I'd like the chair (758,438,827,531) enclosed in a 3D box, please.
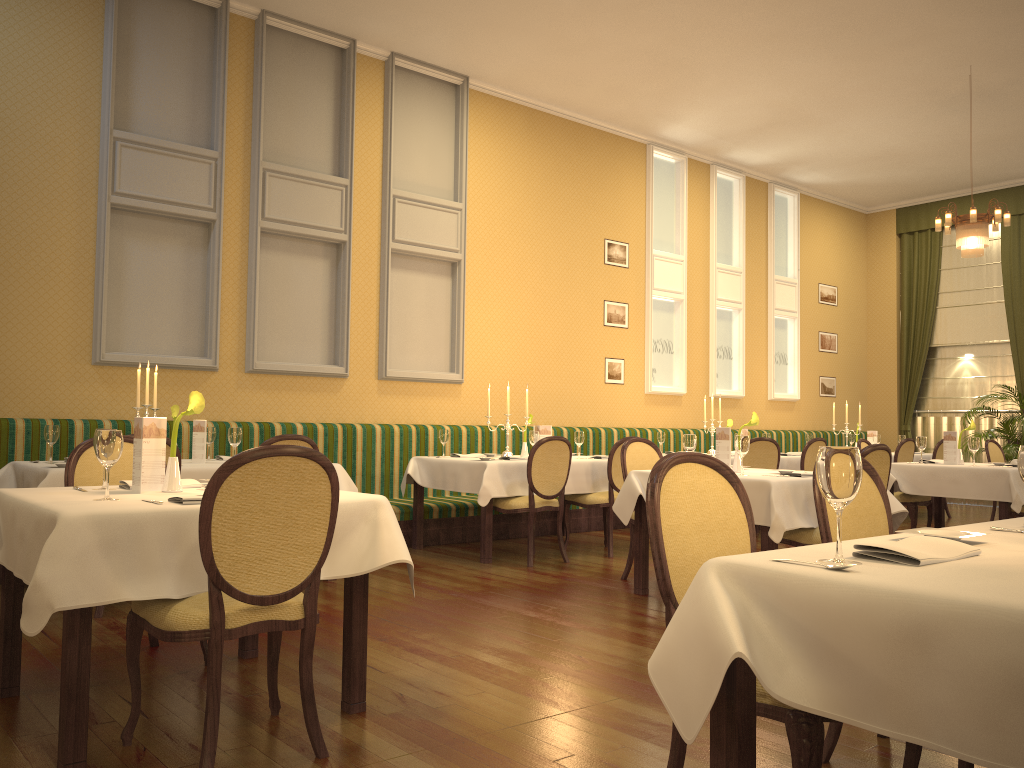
[{"bbox_3d":[2.871,1.017,8.999,0.530,0.955,0.571,3,-4,-39],"label":"chair"}]

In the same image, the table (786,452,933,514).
[{"bbox_3d":[4.370,1.227,10.915,2.152,0.759,1.385,3,-4,-39],"label":"table"}]

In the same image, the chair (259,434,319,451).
[{"bbox_3d":[-1.486,0.780,5.402,0.530,0.955,0.571,3,-4,-39],"label":"chair"}]

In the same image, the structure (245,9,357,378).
[{"bbox_3d":[-1.830,-1.620,7.729,0.956,3.103,0.200,3,-4,-39],"label":"structure"}]

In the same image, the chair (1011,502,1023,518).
[{"bbox_3d":[4.163,0.935,6.914,0.571,0.955,0.530,-1,-3,30],"label":"chair"}]

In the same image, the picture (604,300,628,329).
[{"bbox_3d":[1.197,-0.797,10.180,0.401,0.294,0.008,3,-4,-39],"label":"picture"}]

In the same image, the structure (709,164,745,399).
[{"bbox_3d":[2.762,-1.311,11.517,0.661,2.985,0.200,3,-4,-39],"label":"structure"}]

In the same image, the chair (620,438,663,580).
[{"bbox_3d":[1.043,0.843,5.951,0.530,0.955,0.571,3,-4,-39],"label":"chair"}]

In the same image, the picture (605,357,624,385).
[{"bbox_3d":[1.174,-0.147,10.137,0.313,0.294,0.008,3,-4,-39],"label":"picture"}]

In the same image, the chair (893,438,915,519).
[{"bbox_3d":[4.300,1.095,10.181,0.530,0.955,0.571,3,-4,-39],"label":"chair"}]

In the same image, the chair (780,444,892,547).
[{"bbox_3d":[1.795,0.806,4.962,0.530,0.955,0.571,3,-4,-39],"label":"chair"}]

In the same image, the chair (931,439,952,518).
[{"bbox_3d":[4.970,1.129,10.691,0.530,0.955,0.571,3,-4,-39],"label":"chair"}]

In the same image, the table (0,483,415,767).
[{"bbox_3d":[-1.166,0.774,3.212,1.395,0.759,1.389,3,-4,-38],"label":"table"}]

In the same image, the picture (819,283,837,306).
[{"bbox_3d":[4.656,-1.313,13.060,0.504,0.294,0.008,3,-4,-39],"label":"picture"}]

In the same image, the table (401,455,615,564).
[{"bbox_3d":[0.207,1.000,7.478,2.152,0.759,1.385,3,-4,-39],"label":"table"}]

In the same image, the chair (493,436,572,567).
[{"bbox_3d":[0.137,0.868,6.744,0.530,0.955,0.571,3,-4,-39],"label":"chair"}]

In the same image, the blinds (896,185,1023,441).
[{"bbox_3d":[6.447,-0.548,12.678,0.225,4.537,1.934,3,-4,-40],"label":"blinds"}]

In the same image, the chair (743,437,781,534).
[{"bbox_3d":[2.247,0.982,8.477,0.530,0.955,0.571,2,-3,-14],"label":"chair"}]

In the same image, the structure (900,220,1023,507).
[{"bbox_3d":[6.534,-0.531,12.751,0.123,4.511,1.942,3,-4,-39],"label":"structure"}]

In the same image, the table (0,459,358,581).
[{"bbox_3d":[-2.061,0.877,5.606,2.152,0.759,1.385,3,-4,-39],"label":"table"}]

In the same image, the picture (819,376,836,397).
[{"bbox_3d":[4.626,0.041,12.986,0.437,0.294,0.008,3,-4,-39],"label":"picture"}]

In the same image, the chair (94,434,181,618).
[{"bbox_3d":[-2.132,0.745,4.872,0.530,0.955,0.571,3,-4,-39],"label":"chair"}]

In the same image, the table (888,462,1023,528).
[{"bbox_3d":[3.829,1.046,7.335,1.395,0.759,1.389,3,-4,-38],"label":"table"}]

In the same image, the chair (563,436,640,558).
[{"bbox_3d":[0.782,0.903,7.275,0.530,0.955,0.571,3,-4,-39],"label":"chair"}]

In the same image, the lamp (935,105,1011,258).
[{"bbox_3d":[4.383,-2.109,8.457,0.593,1.796,0.593,3,-4,-42],"label":"lamp"}]

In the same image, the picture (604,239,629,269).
[{"bbox_3d":[1.208,-1.501,10.214,0.401,0.294,0.008,3,-4,-39],"label":"picture"}]

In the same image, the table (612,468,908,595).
[{"bbox_3d":[1.486,0.918,5.401,1.395,0.759,1.389,3,-4,-38],"label":"table"}]

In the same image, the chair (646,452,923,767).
[{"bbox_3d":[0.651,0.656,2.217,0.530,0.955,0.571,3,-4,-39],"label":"chair"}]

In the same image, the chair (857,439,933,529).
[{"bbox_3d":[3.391,0.971,7.893,0.571,0.955,0.530,-2,-4,40],"label":"chair"}]

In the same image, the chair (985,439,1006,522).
[{"bbox_3d":[5.465,1.084,9.601,0.530,0.955,0.571,3,-4,-39],"label":"chair"}]

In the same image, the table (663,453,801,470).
[{"bbox_3d":[2.290,1.114,9.198,2.152,0.759,1.385,3,-4,-39],"label":"table"}]

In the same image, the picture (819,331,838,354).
[{"bbox_3d":[4.646,-0.609,13.026,0.504,0.294,0.008,3,-4,-39],"label":"picture"}]

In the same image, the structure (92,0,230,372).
[{"bbox_3d":[-2.741,-1.670,6.977,0.956,3.103,0.200,3,-4,-39],"label":"structure"}]

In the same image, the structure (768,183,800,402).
[{"bbox_3d":[3.740,-1.258,12.324,0.670,2.985,0.200,3,-4,-39],"label":"structure"}]

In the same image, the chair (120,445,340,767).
[{"bbox_3d":[-0.856,0.661,2.773,0.530,0.955,0.571,3,-4,-39],"label":"chair"}]

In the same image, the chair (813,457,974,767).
[{"bbox_3d":[1.247,0.689,2.708,0.530,0.955,0.571,3,-4,-39],"label":"chair"}]

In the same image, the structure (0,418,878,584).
[{"bbox_3d":[0.123,0.929,8.712,14.516,1.031,0.850,3,-4,-39],"label":"structure"}]

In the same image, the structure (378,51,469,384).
[{"bbox_3d":[-0.850,-1.567,8.538,0.956,3.103,0.200,3,-4,-39],"label":"structure"}]

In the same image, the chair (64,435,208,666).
[{"bbox_3d":[-1.608,0.698,3.762,0.530,0.955,0.571,3,-4,-39],"label":"chair"}]

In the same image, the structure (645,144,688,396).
[{"bbox_3d":[1.841,-1.362,10.756,0.687,2.985,0.200,3,-4,-39],"label":"structure"}]
